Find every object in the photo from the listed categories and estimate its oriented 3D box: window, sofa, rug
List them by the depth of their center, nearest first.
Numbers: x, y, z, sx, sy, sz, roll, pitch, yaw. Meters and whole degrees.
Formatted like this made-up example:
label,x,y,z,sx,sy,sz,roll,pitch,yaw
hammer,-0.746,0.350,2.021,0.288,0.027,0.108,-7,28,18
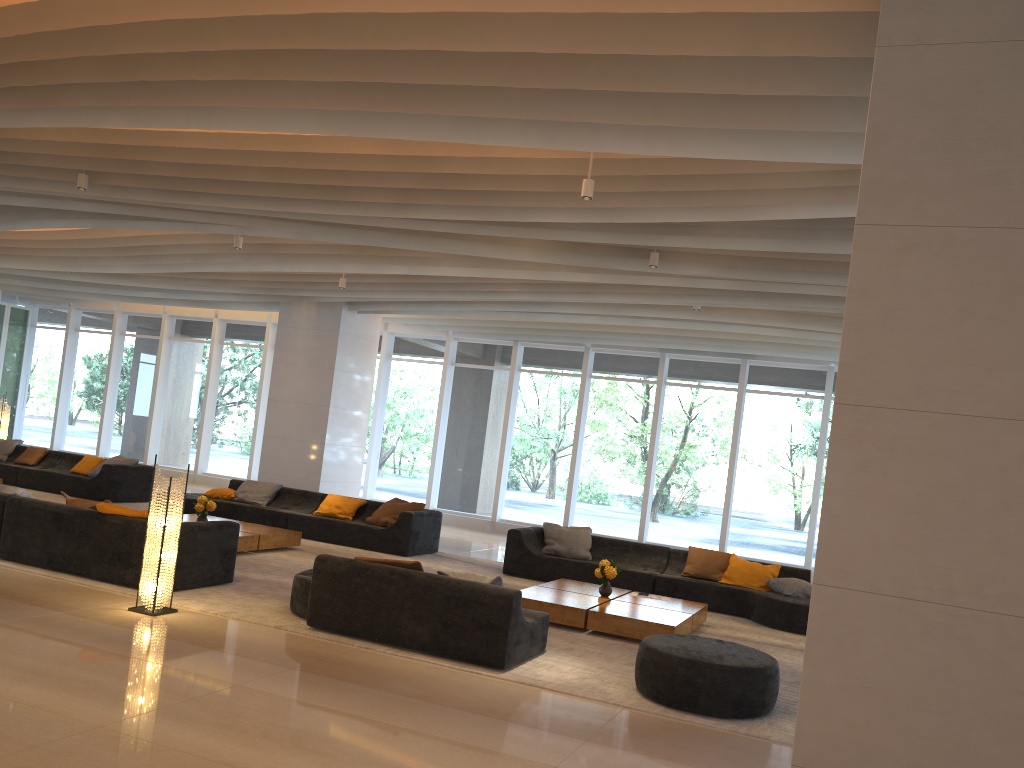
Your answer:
label,x,y,z,sx,sy,sz,roll,pitch,yaw
sofa,-0.791,1.709,7.199,2.221,0.576,1.376,6,-4,22
sofa,-4.427,1.341,8.414,3.724,0.582,0.956,6,-4,21
sofa,1.955,2.282,10.540,4.112,0.581,1.363,5,-4,28
rug,-3.942,1.849,10.542,15.993,0.022,5.600,6,-4,21
sofa,-3.078,1.785,12.341,4.088,0.582,1.372,6,-4,20
sofa,-7.521,1.368,14.247,3.724,0.582,0.956,6,-4,21
window,-3.953,0.324,15.248,54.962,3.216,21.987,8,-4,-13

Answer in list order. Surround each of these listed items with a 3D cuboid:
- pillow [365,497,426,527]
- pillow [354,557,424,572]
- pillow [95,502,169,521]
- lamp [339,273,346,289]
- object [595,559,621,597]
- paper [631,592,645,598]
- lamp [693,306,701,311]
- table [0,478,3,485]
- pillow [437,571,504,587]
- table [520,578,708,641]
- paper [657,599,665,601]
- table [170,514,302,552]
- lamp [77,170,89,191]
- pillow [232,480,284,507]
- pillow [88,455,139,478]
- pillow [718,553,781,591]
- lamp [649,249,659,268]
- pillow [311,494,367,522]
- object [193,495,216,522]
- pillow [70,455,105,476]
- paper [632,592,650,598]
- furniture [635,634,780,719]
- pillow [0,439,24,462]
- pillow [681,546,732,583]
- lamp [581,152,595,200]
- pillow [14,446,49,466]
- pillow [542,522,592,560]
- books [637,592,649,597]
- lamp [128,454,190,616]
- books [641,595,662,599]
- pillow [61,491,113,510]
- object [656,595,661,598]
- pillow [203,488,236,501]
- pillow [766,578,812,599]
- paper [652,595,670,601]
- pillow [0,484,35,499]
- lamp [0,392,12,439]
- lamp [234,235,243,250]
label,x,y,z,sx,sy,sz,roll,pitch,yaw
pillow,-1.594,1.759,12.108,0.626,0.377,0.559,4,-4,44
pillow,-0.886,1.514,6.886,0.595,0.391,0.404,6,-3,24
pillow,-3.272,1.249,7.832,0.639,0.377,0.548,7,-3,0
lamp,-2.298,-2.090,12.478,0.088,1.504,0.090,7,-1,13
object,0.935,1.915,8.783,0.232,0.376,0.270,6,-2,24
paper,1.331,2.180,9.161,0.195,0.001,0.266,6,-4,13
lamp,2.322,-1.640,10.735,0.090,1.504,0.088,8,-1,-23
table,-8.358,1.309,12.259,1.578,0.220,1.626,5,-4,22
pillow,-0.258,1.577,6.759,0.556,0.344,0.464,6,-3,20
table,0.964,2.210,8.646,1.578,0.220,1.626,5,-4,22
paper,1.534,2.202,9.120,0.189,0.001,0.262,6,-4,9
table,-3.632,1.766,10.427,1.578,0.220,1.626,5,-4,22
lamp,-3.969,-2.585,8.387,0.088,1.504,0.090,7,-1,13
pillow,-3.715,1.608,12.835,0.655,0.416,0.469,6,-3,22
pillow,-6.262,1.308,13.918,0.626,0.377,0.559,4,-4,44
pillow,2.771,2.217,10.323,0.596,0.402,0.484,5,-3,29
lamp,1.473,-1.890,8.683,0.090,1.504,0.088,8,-1,-23
pillow,-2.416,1.751,12.333,0.628,0.393,0.457,6,-3,21
object,-3.563,1.461,10.253,0.260,0.376,0.241,5,-3,44
pillow,-6.742,1.288,14.085,0.401,0.312,0.327,6,-3,24
paper,1.336,2.180,9.163,0.184,0.001,0.259,6,-4,14
furniture,1.350,2.010,6.158,0.966,0.363,1.002,5,-4,31
pillow,-8.629,1.079,14.835,0.639,0.377,0.548,7,-3,0
pillow,2.335,2.164,10.556,0.568,0.374,0.375,6,-3,21
lamp,0.652,-2.135,6.657,0.090,1.504,0.088,8,-1,-23
pillow,-7.866,1.180,14.520,0.402,0.312,0.326,6,-3,20
pillow,0.697,1.980,11.220,0.639,0.377,0.548,7,-3,0
books,1.358,2.174,9.163,0.111,0.011,0.183,6,-4,13
lamp,-2.674,1.147,6.800,0.247,1.196,0.254,7,-1,22
books,1.429,2.185,9.131,0.211,0.011,0.182,7,-4,3
pillow,-3.836,1.221,8.128,0.592,0.409,0.451,6,-3,24
object,1.482,2.189,9.129,0.105,0.014,0.181,7,-4,4
pillow,-4.240,1.604,12.920,0.453,0.192,0.582,8,-4,-13
pillow,3.209,2.311,10.002,0.594,0.209,0.435,8,-4,-18
paper,1.535,2.202,9.120,0.185,0.001,0.259,6,-4,9
pillow,-4.793,1.167,8.497,0.577,0.376,0.427,6,-3,24
lamp,-9.131,0.855,15.822,0.247,1.449,0.254,7,-1,22
lamp,-3.135,-2.337,10.442,0.089,1.504,0.089,7,-1,-5
